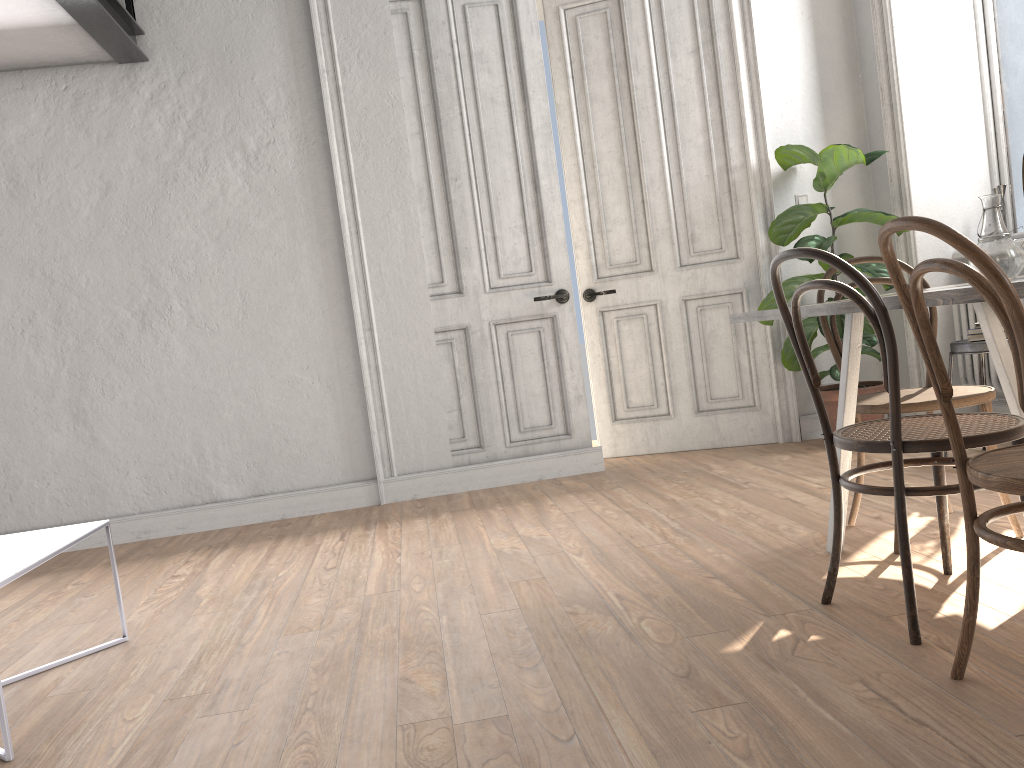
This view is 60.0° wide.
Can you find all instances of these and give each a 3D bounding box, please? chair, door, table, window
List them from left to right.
[{"bbox_3d":[-1.623,0.698,2.364,0.849,0.392,0.849,-8,3,-6],"label":"table"},{"bbox_3d":[-0.259,-0.837,4.845,1.097,2.816,0.216,-8,3,-5],"label":"door"},{"bbox_3d":[0.865,-1.002,5.141,1.097,2.816,0.216,-6,4,18],"label":"door"},{"bbox_3d":[0.965,0.102,2.173,0.549,0.921,0.437,-8,3,-11],"label":"chair"},{"bbox_3d":[1.289,0.022,2.877,0.438,0.921,0.549,-7,3,2],"label":"chair"},{"bbox_3d":[2.108,0.061,3.844,0.360,0.523,0.364,-10,4,-33],"label":"chair"},{"bbox_3d":[1.000,0.128,1.588,0.549,0.921,0.437,-7,3,5],"label":"chair"},{"bbox_3d":[2.576,-2.171,3.804,0.013,2.844,1.622,-8,3,-6],"label":"window"},{"bbox_3d":[1.437,0.123,1.916,1.100,0.780,2.199,-8,3,-6],"label":"table"}]

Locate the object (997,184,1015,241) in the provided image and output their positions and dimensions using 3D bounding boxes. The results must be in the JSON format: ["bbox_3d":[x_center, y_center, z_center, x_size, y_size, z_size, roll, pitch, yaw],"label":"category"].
[{"bbox_3d":[2.471,-0.853,4.451,0.095,0.289,0.095,-7,4,16],"label":"object"}]

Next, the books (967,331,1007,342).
[{"bbox_3d":[2.107,-0.215,3.814,0.246,0.034,0.193,-6,4,34],"label":"books"}]

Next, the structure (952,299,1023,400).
[{"bbox_3d":[2.410,-1.875,1.997,0.340,4.476,5.180,-8,3,-6],"label":"structure"}]

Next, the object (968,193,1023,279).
[{"bbox_3d":[1.240,-0.375,2.280,0.132,0.219,0.132,-9,4,-17],"label":"object"}]

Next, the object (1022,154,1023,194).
[{"bbox_3d":[2.505,-0.916,4.261,0.087,0.425,0.347,-6,4,26],"label":"object"}]

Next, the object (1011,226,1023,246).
[{"bbox_3d":[2.109,-0.468,3.779,0.154,0.383,0.163,-10,4,-33],"label":"object"}]

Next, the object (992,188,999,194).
[{"bbox_3d":[2.514,-0.865,4.574,0.095,0.289,0.095,-6,4,25],"label":"object"}]

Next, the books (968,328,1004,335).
[{"bbox_3d":[2.108,-0.241,3.801,0.162,0.029,0.232,-10,4,-36],"label":"books"}]

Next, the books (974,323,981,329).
[{"bbox_3d":[2.106,-0.263,3.799,0.221,0.027,0.147,-6,3,26],"label":"books"}]

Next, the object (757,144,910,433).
[{"bbox_3d":[1.767,-0.468,2.114,0.792,1.843,5.824,-8,3,-1],"label":"object"}]

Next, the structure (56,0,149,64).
[{"bbox_3d":[-3.638,-1.866,1.349,4.157,1.213,5.925,-8,3,-6],"label":"structure"}]
